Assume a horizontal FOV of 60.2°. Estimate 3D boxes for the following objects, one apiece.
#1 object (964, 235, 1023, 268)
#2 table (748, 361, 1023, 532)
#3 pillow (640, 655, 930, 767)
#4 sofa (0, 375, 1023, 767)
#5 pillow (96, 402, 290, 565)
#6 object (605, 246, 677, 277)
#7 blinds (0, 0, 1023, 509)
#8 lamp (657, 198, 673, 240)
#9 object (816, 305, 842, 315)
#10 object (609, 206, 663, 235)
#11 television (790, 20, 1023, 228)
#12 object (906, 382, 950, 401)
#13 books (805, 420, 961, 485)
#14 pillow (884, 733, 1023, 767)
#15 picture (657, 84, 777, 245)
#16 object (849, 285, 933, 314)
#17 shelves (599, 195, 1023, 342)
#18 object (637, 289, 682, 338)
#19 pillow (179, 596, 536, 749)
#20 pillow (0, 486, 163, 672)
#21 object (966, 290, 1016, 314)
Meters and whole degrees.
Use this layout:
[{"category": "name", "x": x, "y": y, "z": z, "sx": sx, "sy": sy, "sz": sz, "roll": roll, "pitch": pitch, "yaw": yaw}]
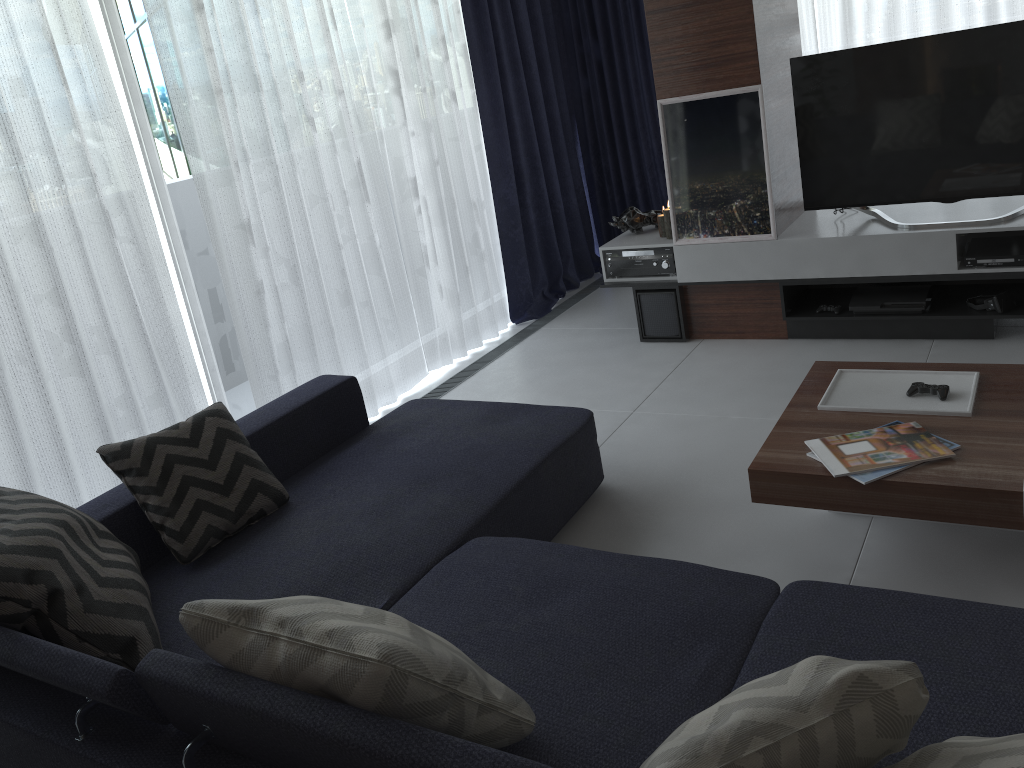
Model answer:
[{"category": "object", "x": 2.151, "y": -0.559, "z": 3.705, "sx": 0.430, "sy": 0.052, "sz": 0.343, "roll": 2, "pitch": 23, "yaw": 32}, {"category": "table", "x": 1.194, "y": 0.239, "z": 2.497, "sx": 0.800, "sy": 0.344, "sz": 0.825, "roll": 1, "pitch": 22, "yaw": 32}, {"category": "pillow", "x": 0.350, "y": 0.529, "z": 1.246, "sx": 0.420, "sy": 0.343, "sz": 0.285, "roll": -15, "pitch": 17, "yaw": -13}, {"category": "sofa", "x": 0.188, "y": 0.441, "z": 2.082, "sx": 2.873, "sy": 0.594, "sz": 1.945, "roll": 2, "pitch": 22, "yaw": 32}, {"category": "pillow", "x": -0.905, "y": 0.270, "z": 2.578, "sx": 0.286, "sy": 0.337, "sz": 0.424, "roll": 2, "pitch": 22, "yaw": 37}, {"category": "object", "x": 0.734, "y": -0.679, "z": 4.651, "sx": 0.369, "sy": 0.147, "sz": 0.377, "roll": 1, "pitch": 22, "yaw": 32}, {"category": "blinds", "x": 0.936, "y": -0.753, "z": 1.848, "sx": 5.805, "sy": 2.710, "sz": 7.300, "roll": 3, "pitch": 23, "yaw": 35}, {"category": "lamp", "x": 0.792, "y": -0.853, "z": 4.509, "sx": 0.077, "sy": 0.206, "sz": 0.156, "roll": -13, "pitch": 17, "yaw": -7}, {"category": "object", "x": 1.475, "y": -0.351, "z": 4.100, "sx": 0.113, "sy": 0.035, "sz": 0.072, "roll": 9, "pitch": 26, "yaw": 44}, {"category": "object", "x": 0.675, "y": -0.889, "z": 4.762, "sx": 0.312, "sy": 0.147, "sz": 0.140, "roll": -14, "pitch": 17, "yaw": -9}, {"category": "television", "x": 1.852, "y": -1.092, "z": 3.766, "sx": 1.230, "sy": 0.768, "sz": 0.304, "roll": 1, "pitch": 19, "yaw": 32}, {"category": "object", "x": 1.211, "y": 0.016, "z": 2.564, "sx": 0.113, "sy": 0.035, "sz": 0.072, "roll": 9, "pitch": 26, "yaw": 44}, {"category": "books", "x": 4.786, "y": -0.164, "z": 1.478, "sx": 8.216, "sy": 0.364, "sz": 0.415, "roll": -6, "pitch": 18, "yaw": 12}, {"category": "pillow", "x": 0.605, "y": 0.535, "z": 1.119, "sx": 0.416, "sy": 0.288, "sz": 0.337, "roll": -12, "pitch": 17, "yaw": -4}, {"category": "picture", "x": 0.953, "y": -1.005, "z": 4.121, "sx": 0.500, "sy": 0.685, "sz": 0.054, "roll": 0, "pitch": 18, "yaw": 33}, {"category": "object", "x": 1.731, "y": -0.391, "z": 4.028, "sx": 0.314, "sy": 0.066, "sz": 0.321, "roll": 2, "pitch": 23, "yaw": 32}, {"category": "shelves", "x": 1.680, "y": -0.586, "z": 4.340, "sx": 2.349, "sy": 0.488, "sz": 0.894, "roll": 2, "pitch": 22, "yaw": 32}, {"category": "object", "x": 0.808, "y": -0.394, "z": 4.584, "sx": 0.213, "sy": 0.245, "sz": 0.260, "roll": 0, "pitch": 20, "yaw": 32}, {"category": "pillow", "x": -0.264, "y": 0.504, "z": 1.553, "sx": 0.495, "sy": 0.379, "sz": 0.351, "roll": 1, "pitch": 20, "yaw": 32}, {"category": "pillow", "x": -1.046, "y": 0.493, "z": 2.053, "sx": 0.359, "sy": 0.506, "sz": 0.606, "roll": -18, "pitch": 19, "yaw": -24}, {"category": "object", "x": 2.035, "y": -0.362, "z": 3.776, "sx": 0.118, "sy": 0.077, "sz": 0.186, "roll": -19, "pitch": 20, "yaw": -24}]
